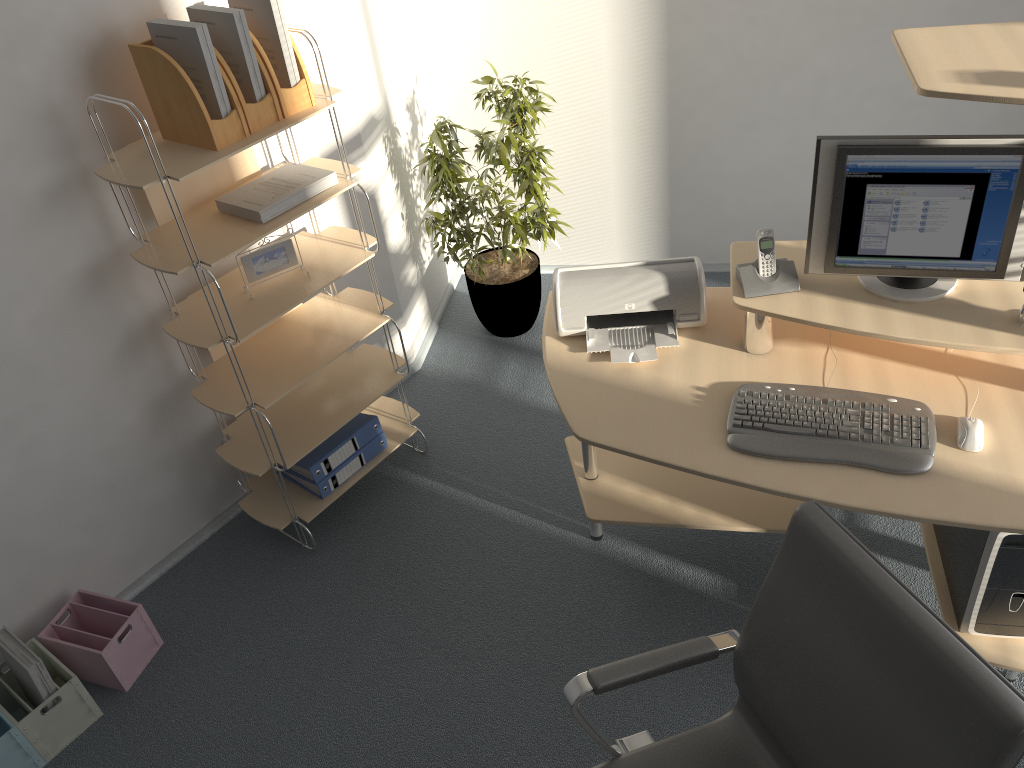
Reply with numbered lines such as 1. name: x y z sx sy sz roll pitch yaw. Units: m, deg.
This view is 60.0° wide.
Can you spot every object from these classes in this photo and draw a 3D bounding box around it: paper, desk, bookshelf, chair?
1. paper: -0.848 -0.807 2.361 0.213 0.297 0.045 19 45 32
2. paper: -0.692 -0.939 2.502 0.213 0.297 0.045 24 48 35
3. paper: -0.704 -0.579 2.664 0.213 0.046 0.297 21 46 33
4. paper: -1.374 0.859 2.555 0.220 0.306 0.068 21 46 33
5. desk: 0.745 -0.035 2.276 1.469 1.566 0.967 1 38 13
6. paper: -0.774 -0.874 2.434 0.213 0.297 0.045 21 46 33
7. bookshelf: -0.729 -0.243 2.838 0.381 1.572 0.724 21 46 33
8. chair: 0.403 0.847 1.625 0.652 1.048 0.584 -20 39 -15

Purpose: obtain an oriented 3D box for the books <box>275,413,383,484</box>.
1. books: -0.668 0.201 3.164 0.263 0.100 0.320 22 47 34

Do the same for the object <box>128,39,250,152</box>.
1. object: -0.856 -0.780 2.360 0.243 0.259 0.113 19 45 32

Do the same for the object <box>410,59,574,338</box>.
1. object: -0.047 -0.711 3.669 0.544 1.147 0.644 22 47 34

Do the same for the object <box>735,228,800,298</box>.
1. object: 0.683 -0.333 2.371 0.150 0.151 0.119 -8 37 1

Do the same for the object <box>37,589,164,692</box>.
1. object: -1.261 0.792 2.736 0.245 0.202 0.185 7 40 19

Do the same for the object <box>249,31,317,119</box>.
1. object: -0.702 -0.913 2.502 0.243 0.259 0.113 24 48 35

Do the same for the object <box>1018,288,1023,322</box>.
1. object: 1.286 -0.194 2.083 0.093 0.135 0.154 -33 44 -29

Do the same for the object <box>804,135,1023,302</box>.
1. object: 1.033 -0.446 2.228 0.516 0.418 0.245 11 42 24

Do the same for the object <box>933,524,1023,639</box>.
1. object: 1.296 0.363 2.364 0.199 0.422 0.471 1 38 13

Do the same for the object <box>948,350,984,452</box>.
1. object: 1.196 -0.062 2.317 0.168 0.088 0.742 3 39 14

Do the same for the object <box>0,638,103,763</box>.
1. object: -1.375 0.923 2.589 0.245 0.202 0.185 20 46 33

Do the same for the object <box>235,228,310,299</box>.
1. object: -0.739 -0.375 2.711 0.192 0.161 0.077 -27 41 -22

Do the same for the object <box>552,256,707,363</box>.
1. object: 0.337 -0.218 2.541 0.438 0.162 0.351 -4 38 6

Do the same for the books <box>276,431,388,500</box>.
1. books: -0.654 0.247 3.192 0.262 0.072 0.320 22 47 34

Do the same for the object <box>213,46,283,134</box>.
1. object: -0.783 -0.847 2.433 0.243 0.259 0.113 21 46 33

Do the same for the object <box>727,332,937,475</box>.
1. object: 0.858 -0.048 2.371 0.478 0.082 0.814 6 40 19

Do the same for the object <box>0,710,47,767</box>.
1. object: -1.486 1.023 2.480 0.245 0.202 0.185 20 46 33
